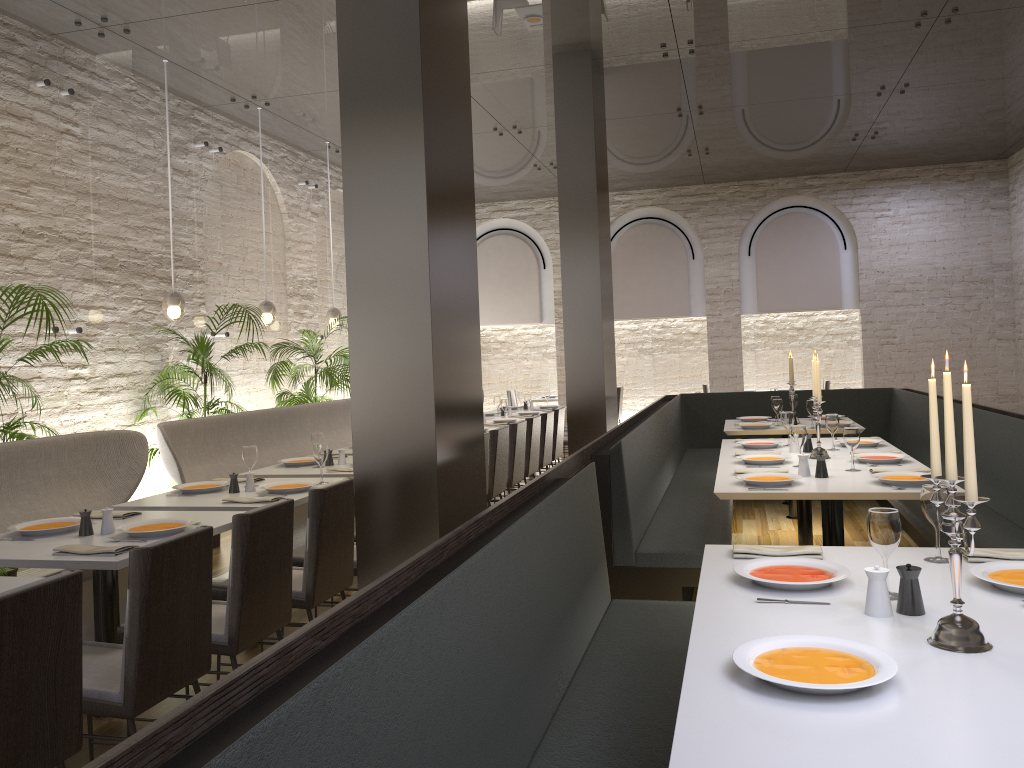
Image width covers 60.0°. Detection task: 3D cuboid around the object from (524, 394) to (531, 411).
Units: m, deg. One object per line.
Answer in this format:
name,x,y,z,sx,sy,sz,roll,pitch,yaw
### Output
object,0.191,0.238,10.642,0.086,0.231,0.086,-3,-1,44

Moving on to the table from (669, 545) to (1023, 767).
table,0.905,0.968,1.705,1.100,0.760,2.540,-2,2,14

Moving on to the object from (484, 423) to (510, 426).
object,-0.166,0.408,8.942,0.273,0.033,0.143,-2,2,14

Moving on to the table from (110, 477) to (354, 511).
table,-1.453,0.968,4.881,0.935,0.760,1.011,-2,1,14

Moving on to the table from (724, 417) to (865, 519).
table,2.442,0.728,7.754,1.100,0.760,1.189,-2,1,14

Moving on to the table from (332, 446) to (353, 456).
table,-0.881,0.879,7.135,0.935,0.760,1.011,-2,1,14

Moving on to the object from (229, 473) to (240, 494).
object,-1.514,0.537,4.827,0.059,0.109,0.059,-2,0,23

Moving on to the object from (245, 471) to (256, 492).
object,-1.435,0.533,4.854,0.059,0.109,0.059,-2,0,23

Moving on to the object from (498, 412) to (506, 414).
object,-0.222,0.355,10.821,0.273,0.033,0.143,-2,2,14

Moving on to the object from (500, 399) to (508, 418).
object,-0.079,0.280,9.579,0.086,0.231,0.086,-3,-1,44

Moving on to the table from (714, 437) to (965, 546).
table,1.813,0.827,5.277,1.100,0.760,2.540,-2,2,14

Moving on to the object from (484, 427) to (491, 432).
object,-0.351,0.430,8.207,0.322,0.036,0.321,-3,2,-8

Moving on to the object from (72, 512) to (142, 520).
object,-1.910,0.618,4.181,0.273,0.033,0.143,-2,2,14

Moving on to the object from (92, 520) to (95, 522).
object,-1.972,0.626,4.027,0.181,0.015,0.038,-2,1,16

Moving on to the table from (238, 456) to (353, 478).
table,-1.167,0.923,6.009,0.935,0.760,1.011,-2,1,14

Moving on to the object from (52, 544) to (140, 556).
object,-1.581,0.629,3.372,0.273,0.033,0.143,-2,2,14

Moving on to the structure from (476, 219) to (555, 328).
structure,-0.135,-1.738,13.860,1.633,1.676,0.098,-2,-1,14

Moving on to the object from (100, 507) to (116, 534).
object,-1.714,0.577,3.756,0.059,0.109,0.059,-2,0,6

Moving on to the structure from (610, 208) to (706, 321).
structure,2.054,-1.809,13.304,1.633,1.676,0.098,-2,-1,14

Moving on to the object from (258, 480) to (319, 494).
object,-1.212,0.565,4.818,0.322,0.036,0.321,-4,2,-41

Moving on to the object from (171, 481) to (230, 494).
object,-1.732,0.582,4.953,0.322,0.036,0.321,-4,2,-41

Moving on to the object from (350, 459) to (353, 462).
object,-0.926,0.520,5.946,0.322,0.036,0.321,-2,2,-3

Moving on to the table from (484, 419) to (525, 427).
table,-0.317,0.791,9.354,0.935,0.760,1.011,-2,1,14

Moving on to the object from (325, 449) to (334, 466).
object,-1.228,0.493,5.955,0.059,0.109,0.059,-2,0,6

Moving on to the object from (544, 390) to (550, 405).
object,0.469,0.194,11.735,0.086,0.231,0.086,-3,-1,44

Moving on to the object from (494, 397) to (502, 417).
object,-0.167,0.263,10.266,0.086,0.231,0.086,-3,-1,44

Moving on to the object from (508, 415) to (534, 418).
object,0.106,0.366,10.012,0.273,0.033,0.143,-2,2,14

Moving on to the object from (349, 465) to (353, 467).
object,-0.976,0.535,5.769,0.181,0.015,0.038,-2,1,16

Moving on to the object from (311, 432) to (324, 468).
object,-1.285,0.438,5.866,0.086,0.231,0.086,-2,0,-28

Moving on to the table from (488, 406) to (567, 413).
table,0.236,0.704,11.528,0.935,0.760,1.011,-2,1,14

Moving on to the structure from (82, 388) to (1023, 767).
structure,1.439,0.766,3.747,2.371,1.001,10.753,-2,2,14

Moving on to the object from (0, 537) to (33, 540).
object,-2.061,0.643,3.677,0.185,0.010,0.017,-2,1,14

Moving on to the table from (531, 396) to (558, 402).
table,0.877,0.596,14.327,0.935,0.760,1.011,-2,1,14

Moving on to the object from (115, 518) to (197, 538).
object,-1.492,0.608,3.720,0.322,0.036,0.321,-3,2,-8

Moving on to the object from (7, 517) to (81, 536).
object,-2.012,0.625,3.854,0.322,0.036,0.321,-3,2,-8

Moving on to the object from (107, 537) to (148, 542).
object,-1.541,0.623,3.544,0.181,0.015,0.038,-2,1,16

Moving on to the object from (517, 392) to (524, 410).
object,0.111,0.220,11.358,0.086,0.231,0.086,-3,-1,44

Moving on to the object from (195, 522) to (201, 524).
object,-1.452,0.612,3.893,0.185,0.010,0.017,-2,1,14

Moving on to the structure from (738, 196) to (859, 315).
structure,4.107,-1.875,12.783,1.633,1.676,0.098,-2,-1,14

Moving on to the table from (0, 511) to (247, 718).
table,-1.732,1.012,3.783,0.935,0.760,1.011,-2,1,14

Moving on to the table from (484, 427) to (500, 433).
table,-0.592,0.834,8.270,0.935,0.760,1.011,-2,1,14

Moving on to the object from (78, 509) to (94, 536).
object,-1.793,0.581,3.729,0.059,0.109,0.059,-2,0,6

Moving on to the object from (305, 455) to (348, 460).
object,-1.344,0.530,6.407,0.273,0.033,0.143,-2,2,14

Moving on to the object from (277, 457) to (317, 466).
object,-1.446,0.537,6.080,0.322,0.036,0.321,-2,2,-3

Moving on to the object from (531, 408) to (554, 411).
object,0.387,0.322,11.117,0.273,0.033,0.143,-2,2,14

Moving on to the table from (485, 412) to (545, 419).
table,-0.045,0.748,10.423,0.935,0.760,1.011,-2,1,14

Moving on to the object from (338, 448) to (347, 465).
object,-1.149,0.489,5.982,0.059,0.109,0.059,-2,0,6

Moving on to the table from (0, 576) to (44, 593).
table,-2.041,1.060,2.571,0.935,0.760,1.011,-2,1,14

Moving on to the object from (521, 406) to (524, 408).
object,0.058,0.311,11.926,0.273,0.033,0.143,-2,2,14

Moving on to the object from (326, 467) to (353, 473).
object,-1.016,0.541,5.598,0.273,0.033,0.143,-2,2,14
